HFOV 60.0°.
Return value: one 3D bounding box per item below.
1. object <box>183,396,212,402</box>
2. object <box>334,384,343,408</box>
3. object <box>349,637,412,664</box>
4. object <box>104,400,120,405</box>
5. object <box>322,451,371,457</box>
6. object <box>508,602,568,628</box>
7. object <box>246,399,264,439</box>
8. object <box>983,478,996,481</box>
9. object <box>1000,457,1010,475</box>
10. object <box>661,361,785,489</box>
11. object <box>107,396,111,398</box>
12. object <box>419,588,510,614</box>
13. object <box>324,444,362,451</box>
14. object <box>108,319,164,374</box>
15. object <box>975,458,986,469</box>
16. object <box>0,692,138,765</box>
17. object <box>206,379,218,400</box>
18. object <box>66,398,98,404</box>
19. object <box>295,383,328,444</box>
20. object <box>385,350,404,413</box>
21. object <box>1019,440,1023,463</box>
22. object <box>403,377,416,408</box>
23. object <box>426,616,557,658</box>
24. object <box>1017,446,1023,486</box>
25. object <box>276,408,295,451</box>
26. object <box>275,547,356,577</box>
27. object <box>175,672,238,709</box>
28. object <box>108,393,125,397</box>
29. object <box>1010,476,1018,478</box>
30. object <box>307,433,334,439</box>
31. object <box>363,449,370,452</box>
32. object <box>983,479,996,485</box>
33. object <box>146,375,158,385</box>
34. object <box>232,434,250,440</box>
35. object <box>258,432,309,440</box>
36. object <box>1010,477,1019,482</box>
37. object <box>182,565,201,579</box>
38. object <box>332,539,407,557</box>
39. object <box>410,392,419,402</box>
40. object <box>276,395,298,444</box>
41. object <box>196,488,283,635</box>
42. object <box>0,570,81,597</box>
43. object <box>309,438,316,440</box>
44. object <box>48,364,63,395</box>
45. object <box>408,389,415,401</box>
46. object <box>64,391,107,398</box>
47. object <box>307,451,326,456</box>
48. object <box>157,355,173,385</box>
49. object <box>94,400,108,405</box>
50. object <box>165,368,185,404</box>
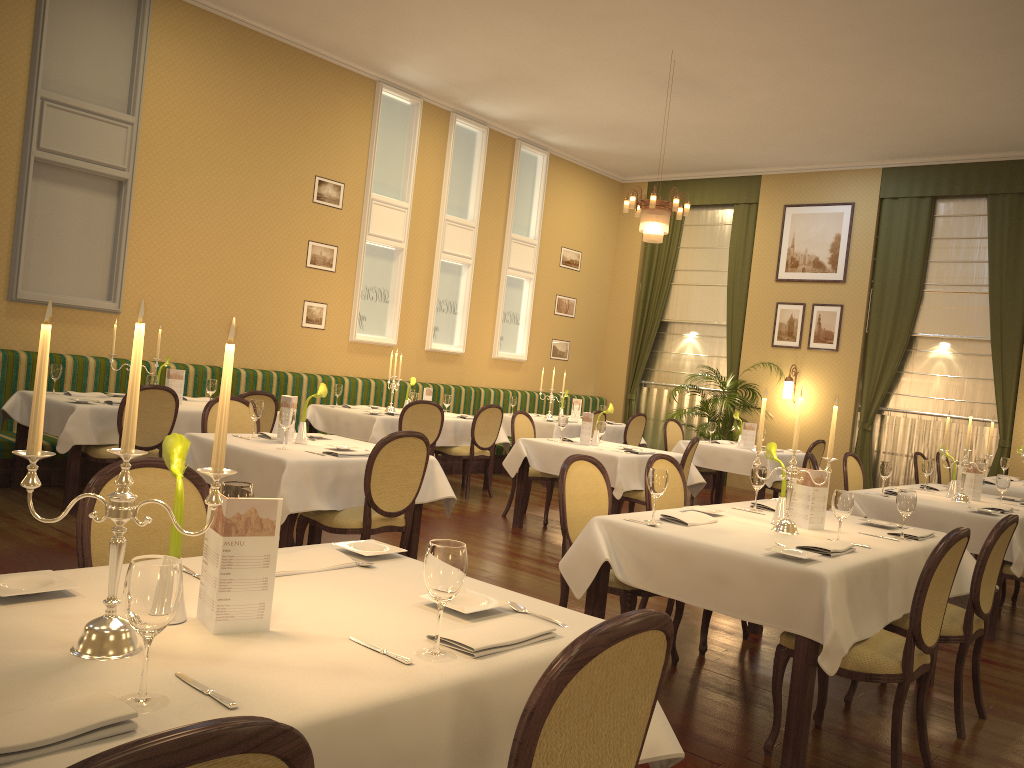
[{"bbox_3d":[-2.709,0.132,7.641,0.142,0.033,0.273,7,2,40],"label":"object"},{"bbox_3d":[-1.731,0.115,8.806,0.088,0.229,0.088,6,1,-2],"label":"object"},{"bbox_3d":[-0.267,0.529,1.772,0.185,0.010,0.017,7,2,40],"label":"object"},{"bbox_3d":[-2.832,0.141,6.516,0.142,0.033,0.273,7,2,40],"label":"object"},{"bbox_3d":[-0.909,0.389,4.963,0.142,0.024,0.273,7,2,40],"label":"object"},{"bbox_3d":[0.060,0.556,2.137,0.181,0.015,0.038,7,2,42],"label":"object"},{"bbox_3d":[-1.532,0.208,5.290,0.088,0.229,0.088,6,1,-2],"label":"object"},{"bbox_3d":[4.568,0.922,8.511,0.160,0.024,0.160,7,2,40],"label":"object"},{"bbox_3d":[4.906,0.849,8.837,0.088,0.229,0.088,6,1,-2],"label":"object"},{"bbox_3d":[2.826,0.532,11.978,1.496,1.807,1.552,7,1,21],"label":"object"},{"bbox_3d":[-3.225,0.096,7.039,0.185,0.010,0.017,7,2,42],"label":"object"},{"bbox_3d":[-0.115,0.532,2.139,0.160,0.024,0.160,7,2,40],"label":"object"},{"bbox_3d":[-0.984,0.375,5.166,0.160,0.024,0.160,7,2,40],"label":"object"},{"bbox_3d":[-2.961,-0.194,6.961,0.390,0.655,0.131,6,1,-30],"label":"object"},{"bbox_3d":[4.269,0.794,8.093,0.088,0.229,0.088,6,1,-2],"label":"object"},{"bbox_3d":[-0.691,0.484,1.247,0.142,0.033,0.273,7,2,40],"label":"object"},{"bbox_3d":[-2.391,0.078,7.040,0.088,0.229,0.088,6,1,-2],"label":"object"},{"bbox_3d":[-3.043,0.125,6.275,0.160,0.024,0.160,7,2,40],"label":"object"},{"bbox_3d":[-1.193,0.173,5.257,0.163,0.375,0.076,7,1,17],"label":"object"},{"bbox_3d":[-1.195,-0.039,8.959,0.131,0.655,0.390,6,1,-35],"label":"object"},{"bbox_3d":[4.899,0.650,8.232,0.390,0.655,0.131,6,1,6],"label":"object"},{"bbox_3d":[-1.058,0.110,9.115,0.076,0.375,0.163,6,1,-28],"label":"object"},{"bbox_3d":[-0.040,0.546,1.936,0.142,0.024,0.273,7,2,40],"label":"object"},{"bbox_3d":[4.898,0.782,8.469,0.076,0.375,0.163,6,1,-28],"label":"object"},{"bbox_3d":[-1.248,0.248,4.891,0.088,0.229,0.088,6,1,-2],"label":"object"},{"bbox_3d":[-0.568,0.475,2.372,0.142,0.033,0.273,7,2,40],"label":"object"},{"bbox_3d":[-0.514,0.507,1.480,0.185,0.010,0.017,7,2,40],"label":"object"},{"bbox_3d":[-3.177,0.092,7.164,0.160,0.024,0.160,7,2,40],"label":"object"},{"bbox_3d":[5.186,0.977,9.213,0.160,0.024,0.160,7,2,40],"label":"object"},{"bbox_3d":[-1.251,0.336,5.666,0.160,0.024,0.160,7,2,40],"label":"object"},{"bbox_3d":[-0.809,0.399,5.164,0.181,0.015,0.038,7,2,42],"label":"object"},{"bbox_3d":[4.438,0.911,8.225,0.142,0.033,0.273,7,2,40],"label":"object"},{"bbox_3d":[-2.715,0.049,6.673,0.088,0.229,0.088,6,1,-2],"label":"object"},{"bbox_3d":[-1.592,0.313,5.224,0.185,0.010,0.017,7,2,42],"label":"object"},{"bbox_3d":[-1.402,0.321,5.441,0.142,0.033,0.273,7,2,40],"label":"object"},{"bbox_3d":[5.036,0.962,8.988,0.142,0.033,0.273,7,2,40],"label":"object"},{"bbox_3d":[-0.758,0.467,2.155,0.185,0.010,0.017,7,2,42],"label":"object"},{"bbox_3d":[-0.418,0.489,2.597,0.160,0.024,0.160,7,2,40],"label":"object"},{"bbox_3d":[-0.970,0.201,8.733,0.088,0.229,0.088,6,1,-2],"label":"object"},{"bbox_3d":[-1.334,0.209,5.231,0.081,0.277,0.166,6,1,-3],"label":"object"},{"bbox_3d":[-0.572,0.362,1.798,0.166,0.277,0.081,7,1,12],"label":"object"},{"bbox_3d":[-1.037,0.435,1.895,0.160,0.024,0.160,7,2,40],"label":"object"},{"bbox_3d":[-1.283,0.338,5.559,0.181,0.015,0.038,7,2,42],"label":"object"},{"bbox_3d":[-3.476,-0.036,6.746,0.088,0.229,0.088,6,1,-2],"label":"object"},{"bbox_3d":[-1.094,0.171,9.550,0.088,0.229,0.088,6,1,-8],"label":"object"},{"bbox_3d":[-3.307,0.081,6.878,0.142,0.033,0.273,7,2,40],"label":"object"},{"bbox_3d":[-1.082,0.377,4.862,0.185,0.010,0.017,7,2,40],"label":"object"},{"bbox_3d":[-2.845,-0.049,7.210,0.076,0.375,0.163,7,1,22],"label":"object"},{"bbox_3d":[-2.979,0.133,6.426,0.181,0.015,0.038,7,2,42],"label":"object"},{"bbox_3d":[-2.713,0.020,7.067,0.166,0.277,0.081,7,1,12],"label":"object"}]
